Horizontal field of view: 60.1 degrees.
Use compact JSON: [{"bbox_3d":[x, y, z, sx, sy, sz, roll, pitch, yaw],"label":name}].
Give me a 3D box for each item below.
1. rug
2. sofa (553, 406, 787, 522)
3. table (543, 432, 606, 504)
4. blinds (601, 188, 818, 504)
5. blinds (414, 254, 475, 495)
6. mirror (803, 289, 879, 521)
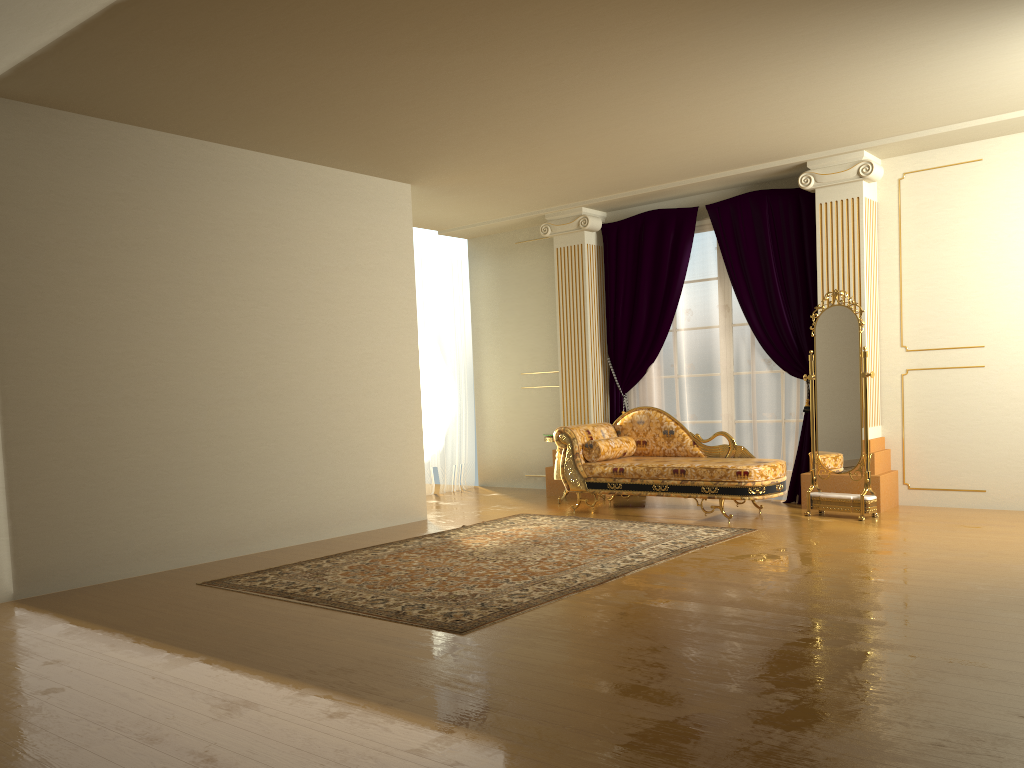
[{"bbox_3d":[-0.059,1.089,5.686,2.118,0.017,3.070,-3,-1,39],"label":"rug"},{"bbox_3d":[1.266,0.619,7.189,1.894,0.874,0.691,-2,2,39],"label":"sofa"},{"bbox_3d":[0.588,0.775,8.270,0.571,0.645,0.570,-3,2,-6],"label":"table"},{"bbox_3d":[1.784,-0.286,7.922,2.236,2.662,0.338,-1,4,40],"label":"blinds"},{"bbox_3d":[-1.086,-0.078,8.962,0.164,2.514,2.159,1,3,42],"label":"blinds"},{"bbox_3d":[2.429,0.147,6.583,0.242,1.706,0.541,-5,4,-41],"label":"mirror"}]
